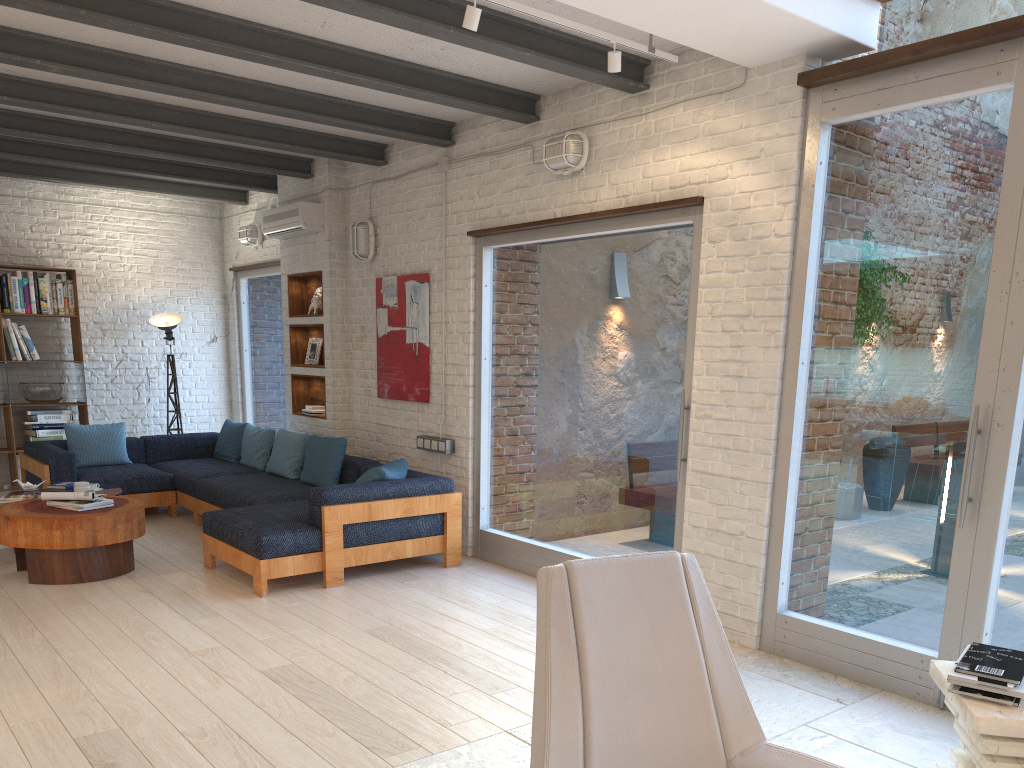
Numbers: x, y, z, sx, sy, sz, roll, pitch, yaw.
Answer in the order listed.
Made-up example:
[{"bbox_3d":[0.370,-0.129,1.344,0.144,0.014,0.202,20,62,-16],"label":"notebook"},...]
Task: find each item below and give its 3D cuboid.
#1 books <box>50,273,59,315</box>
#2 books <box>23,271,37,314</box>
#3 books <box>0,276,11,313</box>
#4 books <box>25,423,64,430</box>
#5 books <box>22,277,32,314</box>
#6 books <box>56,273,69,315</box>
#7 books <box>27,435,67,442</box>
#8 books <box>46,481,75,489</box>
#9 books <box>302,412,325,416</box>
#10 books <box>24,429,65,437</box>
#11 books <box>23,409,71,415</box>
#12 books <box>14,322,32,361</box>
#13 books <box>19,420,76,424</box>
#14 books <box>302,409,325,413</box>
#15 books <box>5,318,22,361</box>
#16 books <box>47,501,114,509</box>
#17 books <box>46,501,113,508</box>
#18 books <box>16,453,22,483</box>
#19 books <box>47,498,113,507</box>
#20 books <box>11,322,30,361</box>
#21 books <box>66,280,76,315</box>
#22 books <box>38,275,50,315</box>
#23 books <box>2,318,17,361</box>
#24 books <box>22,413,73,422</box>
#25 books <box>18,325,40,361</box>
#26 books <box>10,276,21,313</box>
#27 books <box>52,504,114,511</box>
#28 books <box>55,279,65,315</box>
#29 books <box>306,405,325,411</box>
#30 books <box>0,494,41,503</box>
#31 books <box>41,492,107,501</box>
[{"bbox_3d":[-4.368,-0.851,8.274,0.036,0.394,0.239,-9,14,-39],"label":"books"},{"bbox_3d":[-4.508,-0.848,8.151,0.036,0.394,0.239,-9,14,-39],"label":"books"},{"bbox_3d":[-4.692,-0.819,8.038,0.055,0.339,0.250,-9,13,-39],"label":"books"},{"bbox_3d":[-4.499,0.403,8.427,0.323,0.057,0.251,-1,4,-44],"label":"books"},{"bbox_3d":[-4.558,-0.821,8.143,0.055,0.339,0.250,-9,13,-39],"label":"books"},{"bbox_3d":[-4.295,-0.851,8.332,0.036,0.394,0.239,-9,14,-39],"label":"books"},{"bbox_3d":[-4.506,0.523,8.484,0.359,0.057,0.278,-1,3,-36],"label":"books"},{"bbox_3d":[-3.493,0.790,6.820,0.162,0.023,0.226,2,2,9],"label":"books"},{"bbox_3d":[-1.793,0.271,7.930,0.161,0.017,0.247,0,3,-29],"label":"books"},{"bbox_3d":[-4.486,0.463,8.466,0.241,0.066,0.375,3,3,38],"label":"books"},{"bbox_3d":[-4.497,0.268,8.430,0.377,0.037,0.240,-1,3,-39],"label":"books"},{"bbox_3d":[-4.620,-0.397,8.191,0.123,0.359,0.267,-8,12,-39],"label":"books"},{"bbox_3d":[-4.493,0.363,8.438,0.441,0.021,0.268,-1,3,-39],"label":"books"},{"bbox_3d":[-1.779,0.245,7.920,0.170,0.019,0.232,-1,3,-37],"label":"books"},{"bbox_3d":[-4.666,-0.412,8.127,0.102,0.394,0.239,-8,13,-39],"label":"books"},{"bbox_3d":[-2.883,0.797,5.826,0.317,0.011,0.247,2,2,20],"label":"books"},{"bbox_3d":[-2.876,0.788,5.807,0.317,0.011,0.247,2,2,20],"label":"books"},{"bbox_3d":[-4.745,0.859,8.359,0.036,0.394,0.239,-9,14,-39],"label":"books"},{"bbox_3d":[-2.871,0.777,5.797,0.316,0.011,0.248,2,3,25],"label":"books"},{"bbox_3d":[-4.631,-0.397,8.170,0.123,0.359,0.267,-8,12,-39],"label":"books"},{"bbox_3d":[-4.267,-0.825,8.380,0.055,0.339,0.250,-9,13,-39],"label":"books"},{"bbox_3d":[-4.419,-0.836,8.236,0.020,0.369,0.267,-9,13,-39],"label":"books"},{"bbox_3d":[-4.710,-0.414,8.121,0.100,0.395,0.239,-8,13,-39],"label":"books"},{"bbox_3d":[-4.497,0.319,8.448,0.376,0.066,0.241,-1,4,-44],"label":"books"},{"bbox_3d":[-4.574,-0.388,8.211,0.156,0.338,0.250,-7,12,-39],"label":"books"},{"bbox_3d":[-4.620,-0.819,8.071,0.055,0.339,0.250,-9,13,-39],"label":"books"},{"bbox_3d":[-2.871,0.809,5.818,0.316,0.011,0.248,2,3,30],"label":"books"},{"bbox_3d":[-4.329,-0.823,8.304,0.055,0.339,0.250,-9,13,-39],"label":"books"},{"bbox_3d":[-1.781,0.218,7.920,0.132,0.035,0.202,-1,3,-29],"label":"books"},{"bbox_3d":[-3.522,0.819,6.235,0.317,0.011,0.247,0,3,-26],"label":"books"},{"bbox_3d":[-2.930,0.761,5.847,0.322,0.112,0.266,1,4,-6],"label":"books"}]
